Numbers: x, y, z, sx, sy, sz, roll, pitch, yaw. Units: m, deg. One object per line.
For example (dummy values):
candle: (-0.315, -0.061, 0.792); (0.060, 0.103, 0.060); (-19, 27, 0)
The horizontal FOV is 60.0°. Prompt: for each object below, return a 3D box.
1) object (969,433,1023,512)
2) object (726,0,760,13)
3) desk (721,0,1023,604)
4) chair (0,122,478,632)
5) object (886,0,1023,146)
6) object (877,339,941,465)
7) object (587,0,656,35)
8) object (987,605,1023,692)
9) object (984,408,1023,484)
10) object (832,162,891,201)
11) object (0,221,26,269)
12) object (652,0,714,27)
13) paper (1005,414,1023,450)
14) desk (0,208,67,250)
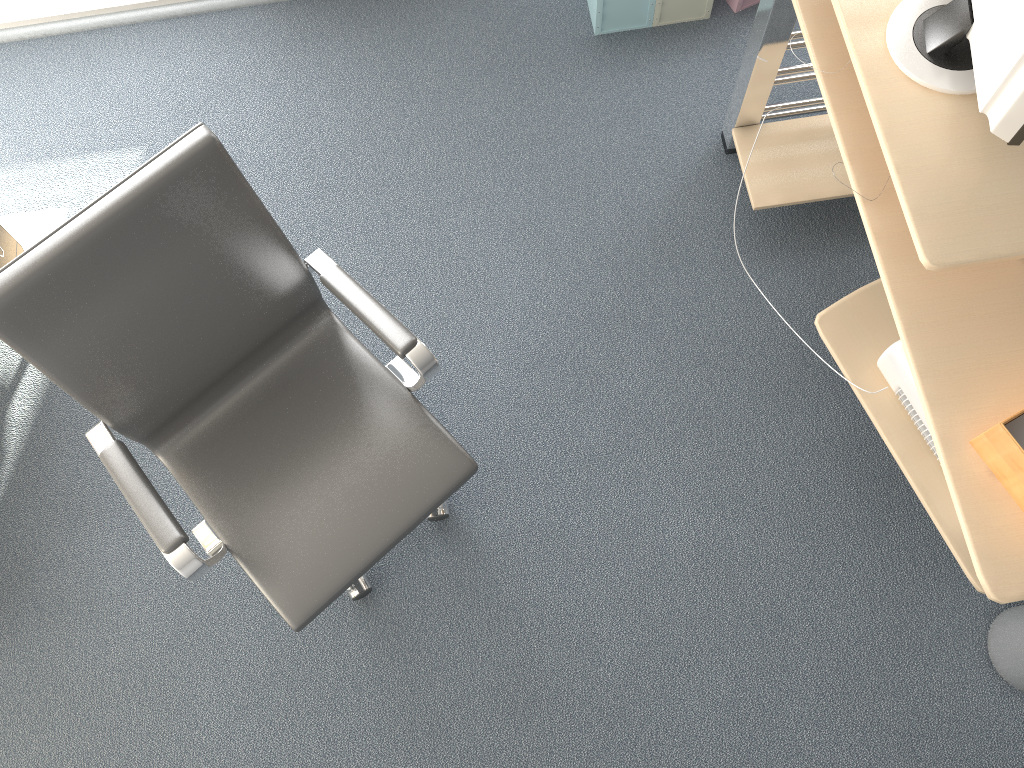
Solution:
object: (1.002, 0.112, 1.537); (0.309, 0.060, 0.225); (-29, 72, -7)
object: (0.735, -1.351, 2.785); (0.185, 0.202, 0.245); (-26, 71, -6)
desk: (1.171, -0.401, 1.692); (0.967, 1.566, 1.469); (-9, 70, -1)
chair: (-0.463, 0.103, 1.862); (0.584, 1.048, 0.652); (-41, 74, -11)
object: (0.827, -0.729, 1.487); (0.245, 0.418, 0.516); (12, 71, 7)
object: (1.091, 0.046, 1.981); (0.351, 0.162, 0.438); (-24, 71, -6)
object: (0.333, -1.264, 2.772); (0.185, 0.202, 0.245); (-9, 70, 0)
object: (1.251, 0.583, 1.977); (0.208, 0.377, 0.208); (33, 75, 13)
object: (1.000, 0.093, 1.484); (0.309, 0.060, 0.225); (-29, 72, -7)
object: (1.050, -0.411, 1.766); (0.814, 0.082, 0.478); (-2, 70, 2)
object: (-1.573, -0.334, 2.253); (0.471, 0.422, 0.199); (-9, 70, -1)
object: (0.516, -1.292, 2.773); (0.185, 0.202, 0.245); (-9, 70, 0)
paper: (1.002, 0.098, 1.500); (0.297, 0.010, 0.210); (-29, 72, -7)
desk: (-1.592, 0.021, 1.668); (0.967, 1.566, 1.469); (-9, 70, -1)
